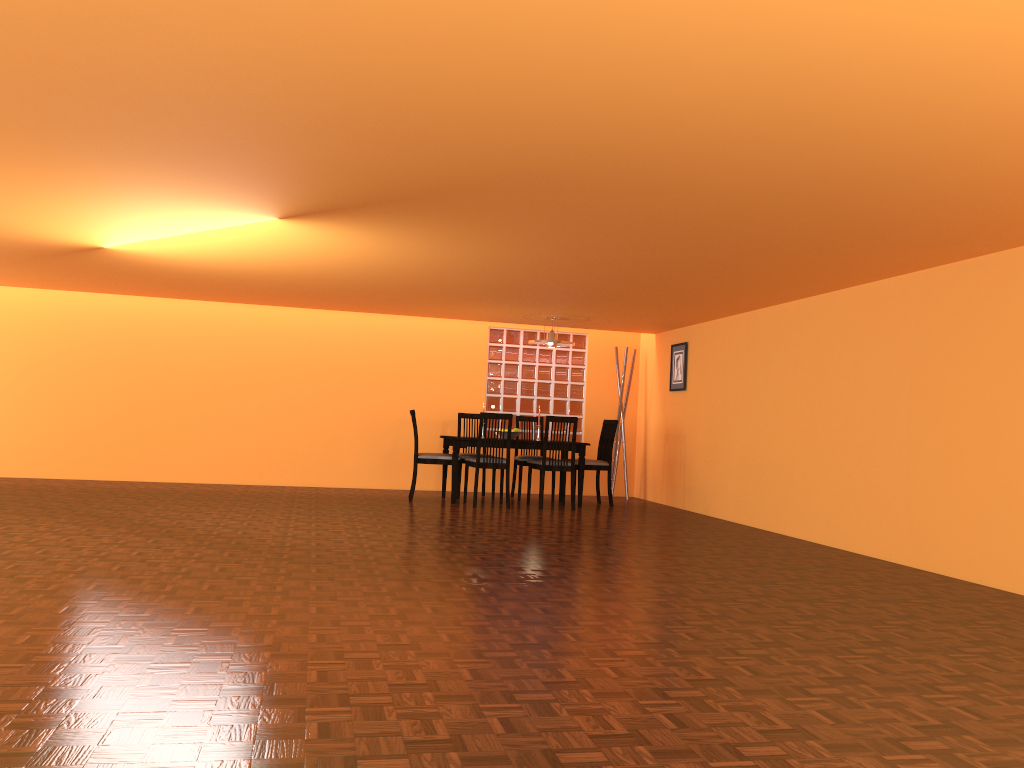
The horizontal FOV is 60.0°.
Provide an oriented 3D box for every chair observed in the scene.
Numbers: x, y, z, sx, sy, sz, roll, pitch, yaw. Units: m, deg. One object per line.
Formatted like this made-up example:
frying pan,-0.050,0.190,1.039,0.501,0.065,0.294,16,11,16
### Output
chair,-0.361,0.683,8.440,0.373,0.809,0.465,3,-3,-12
chair,-0.708,0.644,7.969,0.465,0.809,0.373,3,-3,-7
chair,0.720,0.727,8.277,0.465,0.809,0.373,4,-3,-17
chair,0.367,0.688,7.817,0.373,0.809,0.465,3,-3,-12
chair,0.201,0.715,8.564,0.373,0.809,0.465,3,-3,-12
chair,-0.195,0.656,7.692,0.373,0.809,0.465,3,-3,-12

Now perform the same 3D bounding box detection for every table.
table,-0.002,0.796,8.092,1.259,0.584,0.697,3,-3,-12

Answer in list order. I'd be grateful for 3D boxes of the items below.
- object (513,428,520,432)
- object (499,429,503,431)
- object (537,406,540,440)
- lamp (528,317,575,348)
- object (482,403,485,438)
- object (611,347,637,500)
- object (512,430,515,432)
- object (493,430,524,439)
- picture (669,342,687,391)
object,0.043,0.436,8.131,0.069,0.066,0.069,3,-3,-3
object,-0.102,0.426,8.053,0.055,0.046,0.046,4,-3,-30
object,0.250,0.357,8.180,0.044,0.326,0.044,4,-3,-24
lamp,0.371,-0.476,8.222,0.435,0.274,0.435,2,-3,10
object,-0.260,0.323,7.981,0.044,0.326,0.044,4,-3,-24
object,1.143,0.403,9.200,0.226,1.589,0.308,2,-3,10
object,0.004,0.444,8.061,0.066,0.070,0.055,4,-3,-31
object,-0.029,0.467,8.111,0.337,0.072,0.337,0,-4,44
picture,1.591,-0.161,8.487,0.014,0.456,0.361,3,-3,-12
